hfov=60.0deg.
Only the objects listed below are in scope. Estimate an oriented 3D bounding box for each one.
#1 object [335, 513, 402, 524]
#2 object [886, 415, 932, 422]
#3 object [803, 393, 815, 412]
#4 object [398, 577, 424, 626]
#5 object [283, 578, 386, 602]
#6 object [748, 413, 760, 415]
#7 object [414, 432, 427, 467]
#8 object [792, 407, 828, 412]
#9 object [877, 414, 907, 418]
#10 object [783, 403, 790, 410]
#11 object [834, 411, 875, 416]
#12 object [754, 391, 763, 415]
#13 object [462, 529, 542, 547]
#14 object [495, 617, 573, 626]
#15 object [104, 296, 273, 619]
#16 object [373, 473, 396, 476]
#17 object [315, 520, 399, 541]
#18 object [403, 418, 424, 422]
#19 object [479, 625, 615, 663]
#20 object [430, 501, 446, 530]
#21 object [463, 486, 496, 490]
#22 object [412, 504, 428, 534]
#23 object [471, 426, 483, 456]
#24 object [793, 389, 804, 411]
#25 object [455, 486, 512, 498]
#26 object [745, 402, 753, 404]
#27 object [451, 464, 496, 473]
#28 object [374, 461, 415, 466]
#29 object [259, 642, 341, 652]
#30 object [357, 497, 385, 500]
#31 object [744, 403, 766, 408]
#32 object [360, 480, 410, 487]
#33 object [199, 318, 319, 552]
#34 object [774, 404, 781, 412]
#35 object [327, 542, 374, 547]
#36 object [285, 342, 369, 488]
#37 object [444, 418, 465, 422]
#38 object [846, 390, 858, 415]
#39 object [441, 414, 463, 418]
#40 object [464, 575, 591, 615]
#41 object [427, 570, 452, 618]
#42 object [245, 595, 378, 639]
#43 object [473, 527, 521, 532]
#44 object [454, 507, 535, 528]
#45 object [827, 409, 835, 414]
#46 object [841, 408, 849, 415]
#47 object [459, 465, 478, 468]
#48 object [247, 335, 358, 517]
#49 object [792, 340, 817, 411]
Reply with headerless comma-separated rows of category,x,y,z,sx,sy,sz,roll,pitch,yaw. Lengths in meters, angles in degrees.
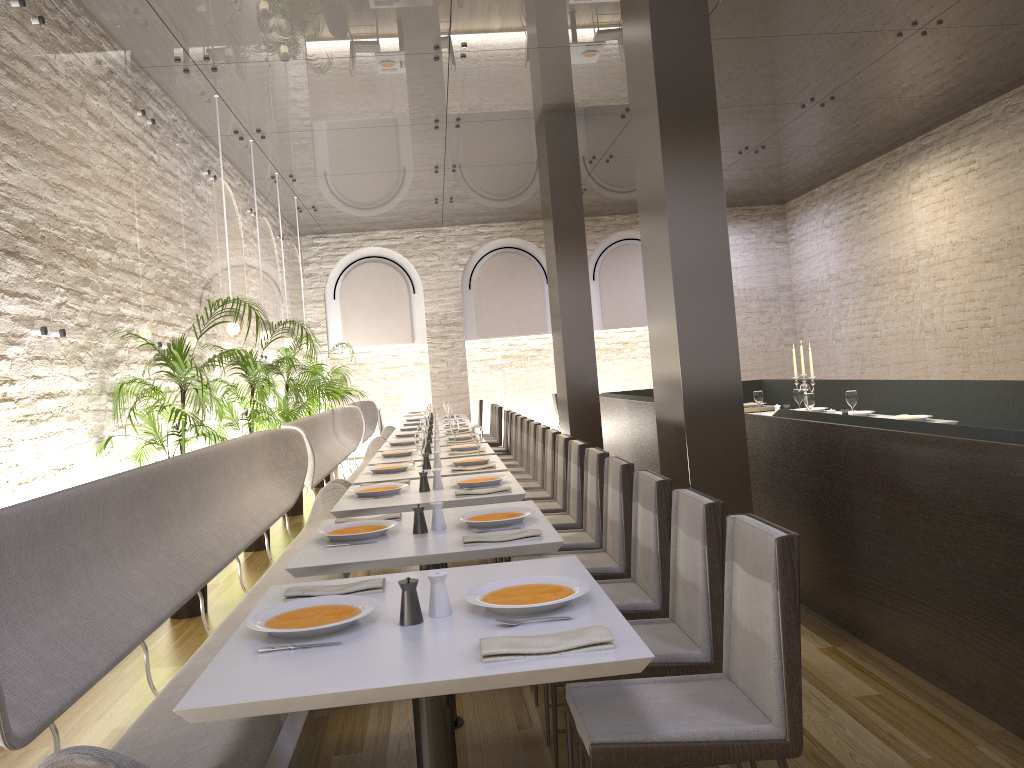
object,-0.611,0.578,3.789,0.273,0.033,0.142,-5,1,-5
object,2.839,0.254,6.348,0.322,0.036,0.321,-5,1,-29
object,2.338,0.187,6.950,0.086,0.231,0.086,-5,-1,-5
object,-0.249,0.525,2.156,0.059,0.109,0.059,-4,-1,-13
object,-0.505,0.587,2.543,0.273,0.033,0.142,-5,1,-5
object,2.066,0.295,7.965,0.322,0.036,0.321,-5,1,-9
object,-0.614,0.441,5.998,0.086,0.231,0.086,-6,-2,37
object,2.696,0.242,8.019,0.322,0.036,0.321,-5,1,-9
object,2.837,0.256,6.696,0.273,0.033,0.142,-5,1,-5
object,2.376,0.231,7.654,0.069,0.127,0.068,-4,-1,-11
object,2.769,0.248,7.172,0.321,0.036,0.322,-4,1,15
object,2.244,0.180,8.045,0.086,0.231,0.086,-5,-1,7
object,-0.037,0.541,3.134,0.273,0.033,0.142,-5,1,-5
object,0.051,0.549,2.063,0.181,0.015,0.038,-5,0,-4
object,-2.042,0.462,5.530,1.143,1.977,1.189,-5,-1,26
object,-0.792,0.571,5.637,0.185,0.010,0.017,-5,0,-5
object,-0.601,0.575,3.447,0.322,0.036,0.321,-5,1,-27
object,-1.390,0.511,12.650,0.321,0.036,0.322,-4,1,32
object,0.070,0.549,1.888,0.273,0.033,0.142,-5,1,-5
object,-0.290,0.510,3.454,0.059,0.109,0.059,-4,-1,-13
object,-0.162,0.532,4.555,0.181,0.015,0.038,-5,0,-4
object,-0.355,0.516,3.402,0.059,0.109,0.059,-4,-1,-13
object,-0.237,0.409,6.136,0.086,0.231,0.086,-6,-2,37
object,2.523,0.161,7.781,0.086,0.231,0.086,-5,-1,7
object,-0.144,0.532,4.379,0.273,0.033,0.142,-5,1,-5
object,2.559,0.234,9.935,0.273,0.033,0.142,-5,1,-5
object,-0.240,0.524,5.508,0.273,0.033,0.142,-5,1,-5
object,-0.815,0.562,6.163,0.273,0.033,0.142,-5,1,-5
object,-0.482,0.596,2.017,0.185,0.010,0.017,-5,0,-5
object,-0.695,0.578,4.509,0.185,0.010,0.017,-5,0,-5
object,2.569,0.232,9.503,0.322,0.036,0.321,-5,1,-29
object,-0.718,0.570,5.034,0.273,0.033,0.142,-5,1,-5
object,-2.222,0.448,7.633,1.143,1.977,1.189,-5,-1,26
object,2.295,0.238,7.651,0.069,0.127,0.068,-4,-1,-11
object,-0.588,0.587,3.263,0.185,0.010,0.017,-5,0,-5
object,-2.590,0.416,12.089,1.146,1.977,1.186,-4,-1,-24
object,-0.758,0.475,11.560,0.321,0.036,0.322,-4,1,32
object,2.608,0.167,6.788,0.086,0.231,0.086,-6,-2,37
object,-0.856,0.467,12.695,0.321,0.036,0.322,-4,1,32
object,0.040,0.540,2.246,0.322,0.036,0.321,-5,1,-27
object,-0.183,0.519,2.208,0.059,0.109,0.059,-4,-1,-13
object,-0.494,0.584,2.201,0.322,0.036,0.321,-5,1,-27
object,-0.055,0.540,3.309,0.181,0.015,0.038,-5,0,-4
object,-0.067,0.531,3.492,0.322,0.036,0.321,-5,1,-27
object,2.370,0.247,6.566,0.068,0.127,0.069,-5,-1,18
object,2.455,0.241,6.524,0.068,0.127,0.069,-5,-1,26
object,-0.259,0.524,5.683,0.181,0.015,0.038,-5,0,-4
object,-2.396,0.434,9.635,1.186,1.977,1.146,-5,-1,36
object,2.422,-0.040,7.343,0.131,0.657,0.390,-5,-1,6
